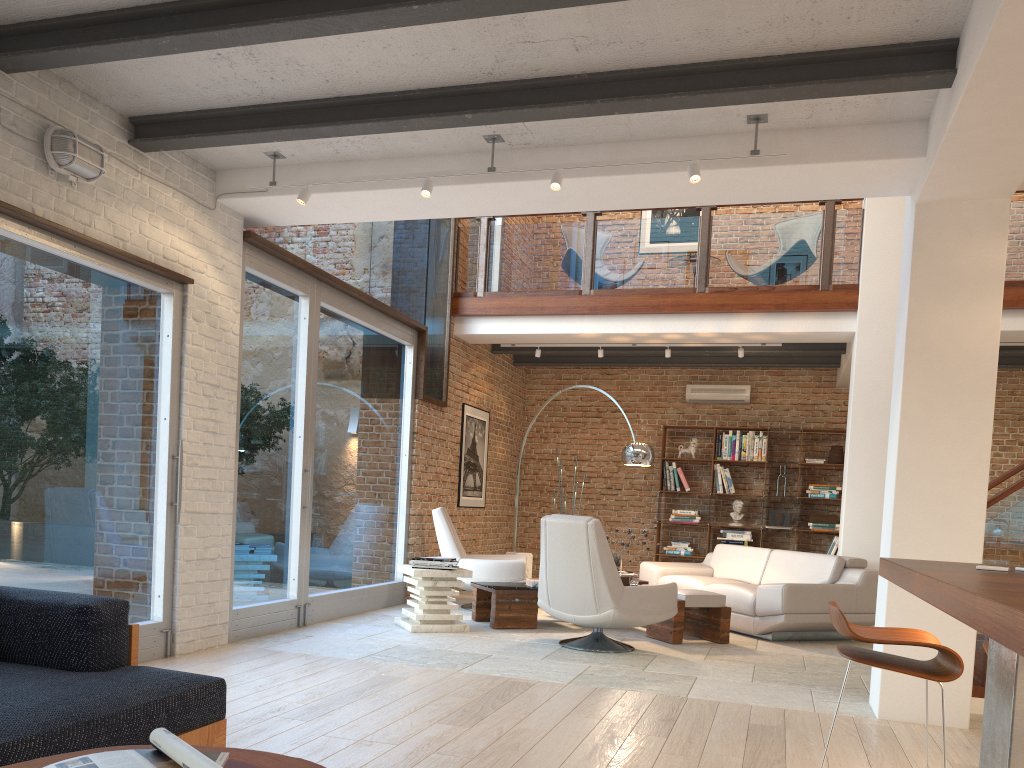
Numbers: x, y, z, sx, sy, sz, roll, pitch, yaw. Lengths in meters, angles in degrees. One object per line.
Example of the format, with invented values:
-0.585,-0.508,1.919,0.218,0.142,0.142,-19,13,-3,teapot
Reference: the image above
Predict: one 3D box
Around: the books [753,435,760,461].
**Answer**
3.125,0.832,11.133,0.055,0.329,0.256,4,-1,18,books

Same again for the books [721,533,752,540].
2.895,1.961,11.249,0.379,0.064,0.246,2,-7,11,books

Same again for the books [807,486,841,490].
3.897,1.303,10.899,0.379,0.036,0.246,2,-8,11,books

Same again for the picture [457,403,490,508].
-0.447,0.874,10.310,0.027,1.192,0.917,4,-1,18,picture

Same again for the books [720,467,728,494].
2.748,1.247,11.267,0.124,0.347,0.273,4,-1,17,books

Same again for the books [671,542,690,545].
2.219,2.095,11.477,0.236,0.019,0.172,2,-8,10,books

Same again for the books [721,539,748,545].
2.858,2.037,11.231,0.326,0.055,0.257,1,-8,12,books

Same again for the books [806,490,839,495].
3.883,1.361,10.924,0.379,0.036,0.247,1,-8,17,books

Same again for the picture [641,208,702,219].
2.166,-2.325,11.545,0.911,1.194,0.027,3,3,17,picture

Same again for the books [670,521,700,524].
2.269,1.815,11.426,0.355,0.020,0.275,1,-8,17,books

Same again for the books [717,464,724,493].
2.695,1.229,11.273,0.103,0.382,0.245,4,0,17,books

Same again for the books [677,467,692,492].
2.260,1.258,11.437,0.194,0.318,0.256,3,-1,17,books

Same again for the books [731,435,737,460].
2.861,0.831,11.231,0.055,0.329,0.256,4,-1,18,books

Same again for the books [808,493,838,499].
3.898,1.406,10.912,0.326,0.055,0.257,-1,-8,27,books

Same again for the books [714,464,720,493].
2.666,1.231,11.306,0.101,0.383,0.245,4,0,17,books

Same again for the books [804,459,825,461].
3.776,0.954,10.889,0.236,0.019,0.172,2,-8,10,books

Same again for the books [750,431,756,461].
3.084,0.804,11.151,0.036,0.382,0.245,4,0,18,books

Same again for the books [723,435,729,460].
2.766,0.827,11.240,0.055,0.329,0.256,4,-1,18,books

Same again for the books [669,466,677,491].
2.122,1.250,11.487,0.102,0.333,0.256,4,-1,17,books

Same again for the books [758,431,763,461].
3.174,0.805,11.124,0.036,0.382,0.245,4,0,18,books

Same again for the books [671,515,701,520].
2.270,1.748,11.410,0.379,0.036,0.246,2,-8,11,books

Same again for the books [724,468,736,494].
2.812,1.256,11.243,0.158,0.328,0.256,3,-1,17,books

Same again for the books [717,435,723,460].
2.697,0.829,11.281,0.055,0.329,0.256,4,-1,18,books

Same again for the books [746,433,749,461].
3.020,0.817,11.171,0.020,0.358,0.273,4,-1,18,books

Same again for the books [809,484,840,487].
3.903,1.278,10.917,0.355,0.020,0.275,1,-8,16,books

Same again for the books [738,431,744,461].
2.939,0.803,11.195,0.036,0.382,0.245,4,0,18,books

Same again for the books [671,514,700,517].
2.276,1.722,11.428,0.355,0.020,0.275,1,-8,16,books

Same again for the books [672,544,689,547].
2.221,2.120,11.470,0.205,0.033,0.134,1,-8,17,books

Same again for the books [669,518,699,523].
2.260,1.785,11.422,0.379,0.036,0.247,1,-8,12,books

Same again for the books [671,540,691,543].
2.223,2.066,11.454,0.251,0.017,0.164,1,-8,17,books

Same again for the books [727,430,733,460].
2.813,0.801,11.229,0.036,0.382,0.245,4,0,18,books

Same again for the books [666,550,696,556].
2.215,2.217,11.452,0.326,0.055,0.257,-1,-8,27,books

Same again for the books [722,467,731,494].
2.771,1.249,11.270,0.124,0.347,0.273,4,-1,17,books

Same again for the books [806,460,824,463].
3.778,0.979,10.882,0.205,0.033,0.134,1,-8,17,books

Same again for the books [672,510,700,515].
2.285,1.684,11.422,0.326,0.055,0.257,0,-8,19,books

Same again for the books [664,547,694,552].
2.200,2.172,11.464,0.379,0.036,0.247,1,-8,17,books

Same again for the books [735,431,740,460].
2.901,0.801,11.196,0.036,0.382,0.245,4,0,18,books

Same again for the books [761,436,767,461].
3.224,0.836,11.126,0.055,0.329,0.256,4,-1,18,books

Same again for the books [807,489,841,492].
3.897,1.332,10.909,0.379,0.018,0.246,2,-8,10,books

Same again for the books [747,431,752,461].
3.052,0.806,11.175,0.036,0.382,0.245,4,0,18,books

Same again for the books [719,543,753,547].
2.884,2.100,11.237,0.379,0.064,0.246,3,-7,4,books

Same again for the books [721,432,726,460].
2.734,0.815,11.267,0.020,0.358,0.273,4,-1,18,books

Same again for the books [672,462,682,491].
2.167,1.223,11.440,0.121,0.380,0.245,4,0,17,books

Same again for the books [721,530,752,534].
2.892,1.909,11.244,0.379,0.036,0.247,1,-8,17,books

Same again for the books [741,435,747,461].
2.978,0.829,11.168,0.055,0.329,0.256,4,-1,18,books

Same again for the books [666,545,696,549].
2.214,2.143,11.449,0.379,0.018,0.246,2,-8,10,books

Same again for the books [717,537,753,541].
2.880,2.001,11.236,0.443,0.020,0.275,1,-8,17,books
